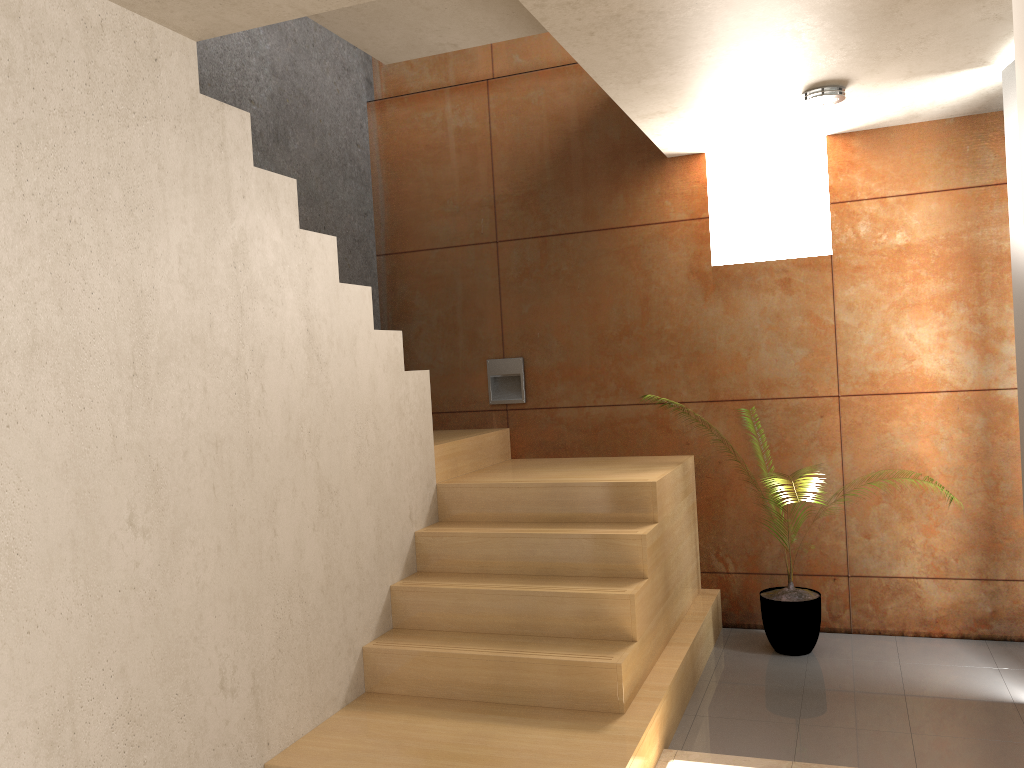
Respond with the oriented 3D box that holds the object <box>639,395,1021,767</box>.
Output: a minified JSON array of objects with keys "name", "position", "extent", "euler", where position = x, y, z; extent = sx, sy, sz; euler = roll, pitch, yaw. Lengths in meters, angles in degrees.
[{"name":"object","position":[0.017,0.862,2.037],"extent":[4.200,1.455,6.200],"euler":[-3,1,21]}]

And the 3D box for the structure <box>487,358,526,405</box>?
[{"name":"structure","position":[-0.020,-0.017,5.151],"extent":[0.220,0.260,0.096],"euler":[-3,1,21]}]

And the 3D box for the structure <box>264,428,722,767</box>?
[{"name":"structure","position":[-0.244,0.845,3.955],"extent":[1.950,1.110,2.400],"euler":[-3,1,21]}]

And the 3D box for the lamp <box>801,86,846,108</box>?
[{"name":"lamp","position":[1.303,-1.203,3.712],"extent":[0.173,0.044,0.173],"euler":[-3,1,26]}]
